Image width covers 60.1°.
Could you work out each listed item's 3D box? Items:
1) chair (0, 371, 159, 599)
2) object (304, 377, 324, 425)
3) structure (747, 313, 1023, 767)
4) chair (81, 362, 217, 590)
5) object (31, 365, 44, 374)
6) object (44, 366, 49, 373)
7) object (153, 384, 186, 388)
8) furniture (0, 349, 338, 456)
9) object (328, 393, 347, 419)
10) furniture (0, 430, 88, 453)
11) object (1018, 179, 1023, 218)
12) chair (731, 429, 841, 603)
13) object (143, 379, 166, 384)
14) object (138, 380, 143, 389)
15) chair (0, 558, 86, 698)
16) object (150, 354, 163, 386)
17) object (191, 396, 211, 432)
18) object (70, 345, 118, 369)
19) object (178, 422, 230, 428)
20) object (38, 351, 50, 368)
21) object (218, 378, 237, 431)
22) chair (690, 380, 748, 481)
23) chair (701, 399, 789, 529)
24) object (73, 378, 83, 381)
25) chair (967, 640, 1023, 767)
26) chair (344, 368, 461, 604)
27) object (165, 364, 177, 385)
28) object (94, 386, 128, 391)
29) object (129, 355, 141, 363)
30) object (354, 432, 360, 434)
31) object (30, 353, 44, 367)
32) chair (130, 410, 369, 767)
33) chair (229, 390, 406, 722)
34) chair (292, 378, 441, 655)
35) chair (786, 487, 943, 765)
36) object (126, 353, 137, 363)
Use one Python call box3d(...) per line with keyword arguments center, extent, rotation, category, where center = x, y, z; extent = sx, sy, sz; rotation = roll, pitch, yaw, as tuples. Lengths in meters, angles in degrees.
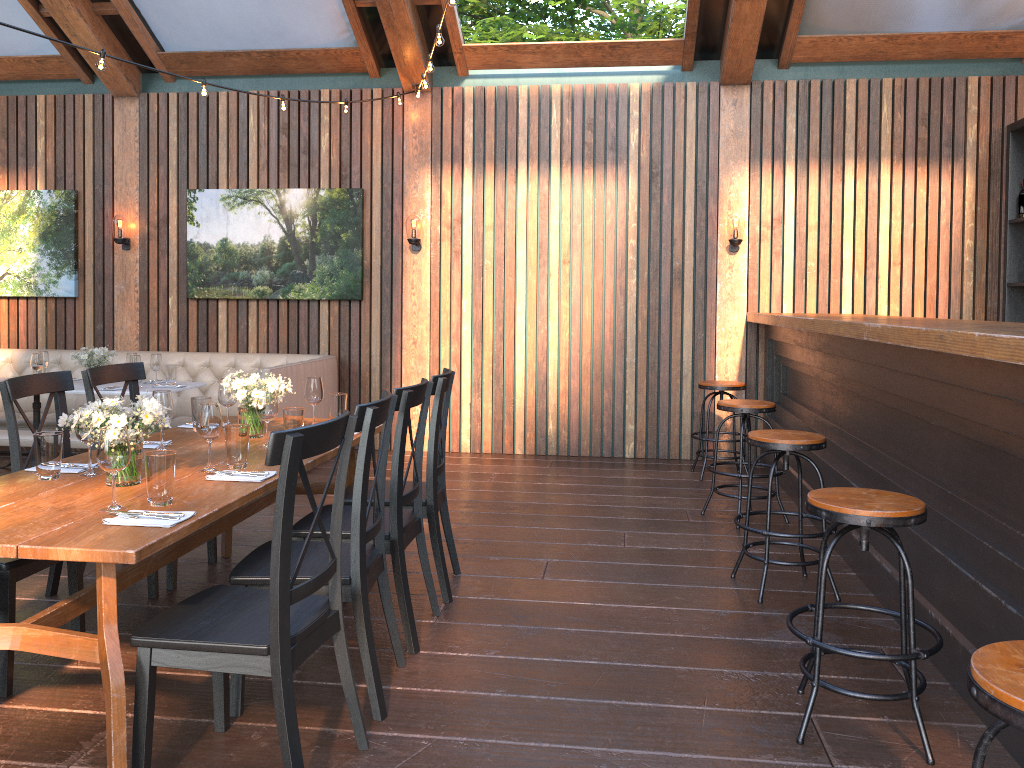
box3d(center=(-1.843, 0.472, 3.781), extent=(0.539, 1.018, 0.478), rotation=(1, 2, 2), category="chair")
box3d(center=(-0.963, 0.090, 4.304), extent=(0.092, 0.244, 0.092), rotation=(-1, 3, -41), category="object")
box3d(center=(1.995, 0.352, 4.111), extent=(0.857, 1.270, 6.827), rotation=(1, 5, 7), category="structure")
box3d(center=(-1.774, 0.420, 4.336), extent=(0.539, 1.018, 0.478), rotation=(1, 2, 7), category="chair")
box3d(center=(-3.581, -0.060, 6.678), extent=(0.092, 0.158, 0.092), rotation=(0, 3, -7), category="object")
box3d(center=(-3.778, -0.104, 7.124), extent=(0.092, 0.158, 0.092), rotation=(0, 3, -7), category="object")
box3d(center=(-2.634, 0.012, 6.750), extent=(0.255, 0.019, 0.158), rotation=(1, 5, 7), category="object")
box3d(center=(-3.652, 0.198, 7.346), extent=(4.157, 0.857, 1.716), rotation=(1, 5, 7), category="furniture")
box3d(center=(-0.861, 0.127, 4.375), extent=(0.092, 0.158, 0.092), rotation=(2, 3, 33), category="object")
box3d(center=(-3.797, 0.530, 6.251), extent=(2.328, 0.398, 0.314), rotation=(1, 3, 7), category="furniture")
box3d(center=(4.154, -1.484, 7.106), extent=(0.170, 0.324, 0.081), rotation=(0, 2, -8), category="object")
box3d(center=(1.295, 0.607, 4.197), extent=(0.468, 0.733, 0.469), rotation=(0, 3, -17), category="chair")
box3d(center=(-2.870, -0.020, 7.062), extent=(0.157, 0.019, 0.256), rotation=(1, 5, 7), category="object")
box3d(center=(-2.791, -0.043, 6.583), extent=(0.092, 0.158, 0.092), rotation=(0, 3, -7), category="object")
box3d(center=(-1.912, 0.524, 3.225), extent=(0.539, 1.018, 0.478), rotation=(1, 2, 7), category="chair")
box3d(center=(-2.757, -0.112, 6.857), extent=(0.092, 0.244, 0.092), rotation=(-1, 3, -41), category="object")
box3d(center=(-1.460, 0.141, 4.155), extent=(0.092, 0.158, 0.092), rotation=(2, 3, 33), category="object")
box3d(center=(-3.241, -0.149, 6.855), extent=(0.336, 0.309, 0.330), rotation=(-1, 4, -18), category="object")
box3d(center=(-1.475, 0.197, 4.303), extent=(0.255, 0.019, 0.158), rotation=(1, 5, 7), category="object")
box3d(center=(-3.724, -0.138, 7.028), extent=(0.092, 0.244, 0.092), rotation=(-1, 3, -41), category="object")
box3d(center=(-1.347, 0.096, 4.196), extent=(0.092, 0.244, 0.092), rotation=(-1, 3, -41), category="object")
box3d(center=(1.633, 0.355, 6.911), extent=(0.468, 0.733, 0.469), rotation=(1, 3, 14), category="chair")
box3d(center=(1.464, 0.481, 5.554), extent=(0.468, 0.733, 0.469), rotation=(0, 3, -10), category="chair")
box3d(center=(-3.615, -0.036, 7.155), extent=(0.157, 0.019, 0.256), rotation=(1, 5, 7), category="object")
box3d(center=(0.957, 0.859, 1.483), extent=(0.468, 0.733, 0.469), rotation=(0, 3, -5), category="chair")
box3d(center=(-0.523, 0.448, 4.181), extent=(0.539, 1.018, 0.478), rotation=(1, 2, 2), category="chair")
box3d(center=(-2.662, -0.073, 6.912), extent=(0.092, 0.158, 0.092), rotation=(0, 3, -7), category="object")
box3d(center=(-2.955, 0.027, 6.556), extent=(0.157, 0.019, 0.256), rotation=(1, 5, 7), category="object")
box3d(center=(-2.844, -0.096, 6.677), extent=(0.092, 0.244, 0.092), rotation=(-1, 3, -41), category="object")
box3d(center=(-0.832, 0.214, 4.192), extent=(0.255, 0.019, 0.158), rotation=(1, 5, 7), category="object")
box3d(center=(-3.635, -0.113, 6.772), extent=(0.092, 0.244, 0.092), rotation=(-1, 3, -41), category="object")
box3d(center=(-0.731, 0.603, 2.514), extent=(0.539, 1.018, 0.478), rotation=(1, 2, 12), category="chair")
box3d(center=(-0.661, 0.551, 3.069), extent=(0.539, 1.018, 0.478), rotation=(1, 2, 2), category="chair")
box3d(center=(-0.592, 0.499, 3.625), extent=(0.539, 1.018, 0.478), rotation=(1, 2, 7), category="chair")
box3d(center=(1.126, 0.733, 2.840), extent=(0.468, 0.733, 0.468), rotation=(2, 3, 31), category="chair")
box3d(center=(-2.979, -0.121, 6.935), extent=(0.092, 0.244, 0.092), rotation=(-1, 3, -41), category="object")
